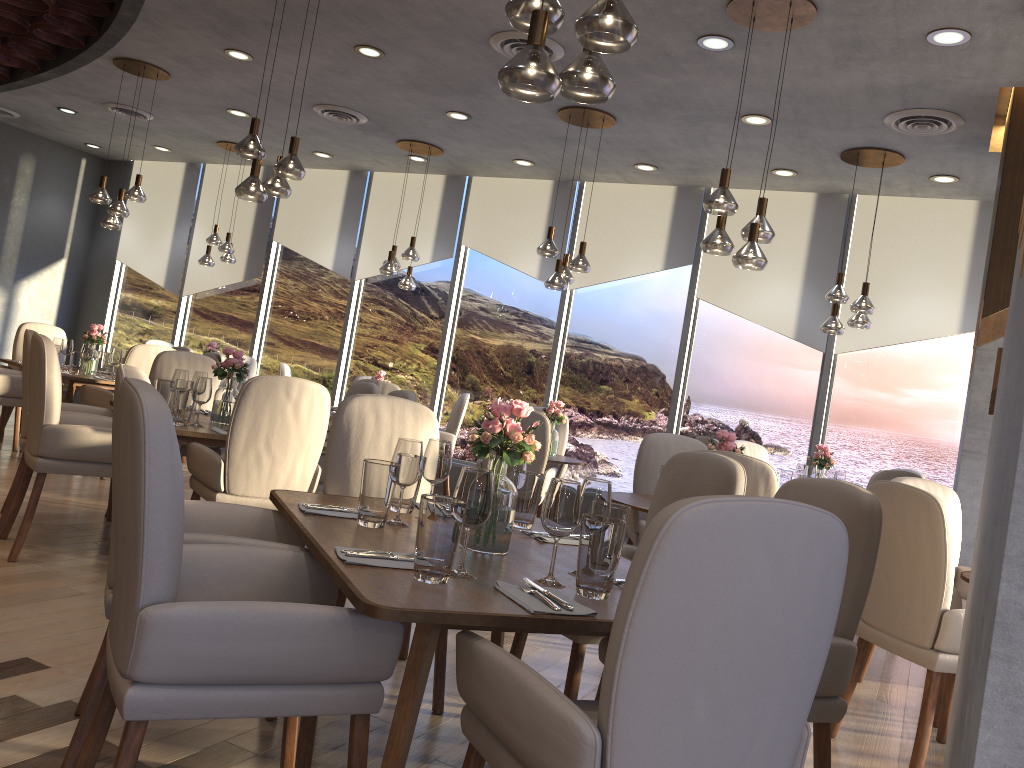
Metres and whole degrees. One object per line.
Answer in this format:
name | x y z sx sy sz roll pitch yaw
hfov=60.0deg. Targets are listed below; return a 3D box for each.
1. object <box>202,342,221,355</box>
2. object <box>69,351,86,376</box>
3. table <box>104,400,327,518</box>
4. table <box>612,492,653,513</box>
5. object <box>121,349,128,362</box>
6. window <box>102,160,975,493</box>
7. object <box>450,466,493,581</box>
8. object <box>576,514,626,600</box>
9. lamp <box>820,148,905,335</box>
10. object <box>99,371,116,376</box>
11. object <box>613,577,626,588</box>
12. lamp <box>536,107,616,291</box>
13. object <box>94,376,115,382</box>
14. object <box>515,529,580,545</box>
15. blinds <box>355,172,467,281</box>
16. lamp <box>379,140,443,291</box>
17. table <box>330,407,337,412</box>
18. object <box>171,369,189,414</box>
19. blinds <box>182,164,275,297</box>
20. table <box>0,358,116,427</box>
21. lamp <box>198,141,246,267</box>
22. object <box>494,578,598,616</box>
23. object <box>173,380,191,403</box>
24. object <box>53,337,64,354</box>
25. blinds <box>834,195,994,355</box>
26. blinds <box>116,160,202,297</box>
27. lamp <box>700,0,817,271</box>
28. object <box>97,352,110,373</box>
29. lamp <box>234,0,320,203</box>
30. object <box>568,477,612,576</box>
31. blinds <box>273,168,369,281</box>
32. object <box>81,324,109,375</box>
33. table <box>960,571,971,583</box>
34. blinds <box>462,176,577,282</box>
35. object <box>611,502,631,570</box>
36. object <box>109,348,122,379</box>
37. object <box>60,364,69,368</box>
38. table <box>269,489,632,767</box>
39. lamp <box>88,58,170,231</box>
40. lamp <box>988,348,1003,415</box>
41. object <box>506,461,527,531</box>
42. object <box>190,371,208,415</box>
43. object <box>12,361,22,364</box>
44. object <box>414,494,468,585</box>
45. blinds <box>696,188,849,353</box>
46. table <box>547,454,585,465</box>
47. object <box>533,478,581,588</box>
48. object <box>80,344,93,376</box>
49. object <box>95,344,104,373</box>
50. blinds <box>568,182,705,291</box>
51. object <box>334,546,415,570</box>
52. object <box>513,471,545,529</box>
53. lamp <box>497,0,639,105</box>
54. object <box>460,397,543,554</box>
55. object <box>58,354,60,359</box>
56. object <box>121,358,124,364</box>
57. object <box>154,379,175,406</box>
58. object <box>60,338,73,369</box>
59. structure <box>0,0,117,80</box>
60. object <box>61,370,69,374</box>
object | -3.276 -0.250 9.620 0.197 0.416 0.210 11 -2 -42
object | -3.292 -0.155 6.698 0.102 0.178 0.102 9 -2 -1
table | -1.638 0.536 4.773 0.962 0.666 1.309 10 -1 -31
table | 0.809 0.940 4.346 0.834 0.663 0.833 9 -1 0
object | -3.119 -0.156 7.161 0.092 0.245 0.092 10 -2 -28
window | 1.248 -0.519 5.121 8.046 3.202 16.136 10 0 -19
object | -0.097 0.313 2.003 0.092 0.245 0.092 9 -2 22
object | 0.196 0.395 2.021 0.102 0.178 0.102 10 -2 -28
lamp | 2.512 -0.996 6.422 0.439 1.328 0.439 10 -2 -7
object | -3.398 -0.086 7.583 0.158 0.019 0.254 9 0 42
object | 0.340 0.501 2.207 0.254 0.019 0.157 10 0 -22
lamp | 0.450 -1.337 6.586 0.440 1.328 0.438 8 -2 28
object | -3.097 -0.041 6.802 0.255 0.019 0.157 9 0 40
object | 0.133 0.470 2.741 0.254 0.019 0.157 10 0 -22
blinds | -0.972 -2.359 9.462 1.175 2.684 0.007 8 -2 26
lamp | -0.970 -1.562 8.280 0.440 1.328 0.438 9 -2 19
table | -1.333 0.609 8.185 0.835 0.663 0.831 9 -1 25
object | -1.838 0.042 4.880 0.092 0.245 0.092 9 -2 18
blinds | -3.261 -2.290 10.545 1.175 2.684 0.007 8 -2 26
table | -3.488 0.244 7.168 1.310 0.666 0.961 9 -1 43
lamp | -3.076 -1.903 9.575 0.440 1.328 0.438 8 -2 25
object | 0.060 0.452 1.909 0.157 0.019 0.255 10 0 -24
object | -1.903 0.066 5.120 0.102 0.178 0.102 10 -2 -23
object | -3.699 -0.252 7.190 0.092 0.245 0.092 10 -2 -5
blinds | 3.451 -1.485 7.252 1.175 2.684 0.007 8 -2 26
blinds | -4.371 -2.470 11.095 1.175 2.684 0.007 8 -2 26
lamp | 1.197 -1.227 4.432 0.440 1.328 0.438 8 -2 33
object | -3.534 -0.189 7.655 0.102 0.178 0.102 11 -2 -42
lamp | -1.256 -1.630 4.867 0.440 1.328 0.438 8 -2 31
object | 0.199 0.363 2.248 0.092 0.245 0.092 9 -2 4
blinds | -2.080 -2.539 10.011 1.175 2.684 0.007 8 -2 26
object | -3.394 -0.285 7.175 0.198 0.416 0.209 8 -2 38
table | 2.132 1.154 3.390 0.831 0.663 0.835 10 -1 -44
blinds | 0.160 -2.322 8.919 1.175 2.684 0.007 8 -2 26
object | 0.249 0.405 2.339 0.102 0.178 0.102 10 -2 -16
object | -3.125 -0.158 6.966 0.092 0.245 0.092 8 -3 42
object | -3.770 -0.148 7.548 0.255 0.019 0.157 9 -1 44
table | -0.137 0.770 2.383 0.962 0.666 1.308 10 -1 -23
lamp | -3.138 -1.928 7.234 0.438 1.328 0.440 10 -2 -25
lamp | 2.435 -0.722 3.466 0.118 1.933 1.162 10 -2 -19
object | -0.008 0.332 2.782 0.092 0.245 0.092 8 -2 26
object | -1.799 0.050 5.075 0.092 0.245 0.092 8 -3 41
object | -3.877 -0.168 7.150 0.158 0.019 0.254 9 -1 43
object | -0.160 0.335 1.910 0.102 0.178 0.102 9 -2 6
blinds | 2.343 -1.666 7.802 1.175 2.684 0.007 8 -2 26
table | 0.065 0.831 6.489 0.832 0.663 0.834 10 -1 -14
object | 0.107 0.347 2.076 0.092 0.245 0.092 11 -3 -44
object | -3.275 -0.184 6.808 0.092 0.245 0.092 11 -3 -44
object | -3.538 -0.223 7.548 0.092 0.245 0.092 9 -2 17
blinds | 1.282 -2.139 8.363 1.175 2.684 0.007 8 -2 26
object | -0.274 0.398 2.039 0.254 0.019 0.157 10 0 -20
object | 0.042 0.374 2.874 0.102 0.178 0.102 10 -2 -16
lamp | 0.227 -1.400 2.443 0.440 1.328 0.438 9 -2 11
object | -0.038 0.242 2.379 0.210 0.416 0.197 9 -2 3
object | -3.830 -0.239 7.403 0.102 0.178 0.102 9 -2 20
object | -3.022 -0.108 6.959 0.102 0.178 0.102 11 -2 -44
object | -1.886 0.067 4.779 0.102 0.178 0.102 10 -2 -14
object | -3.718 -0.254 7.389 0.092 0.245 0.092 11 -3 -43
structure | -3.514 -2.546 4.559 2.747 0.557 9.471 10 0 -34
object | -3.453 -0.100 6.768 0.158 0.019 0.254 9 -1 43
